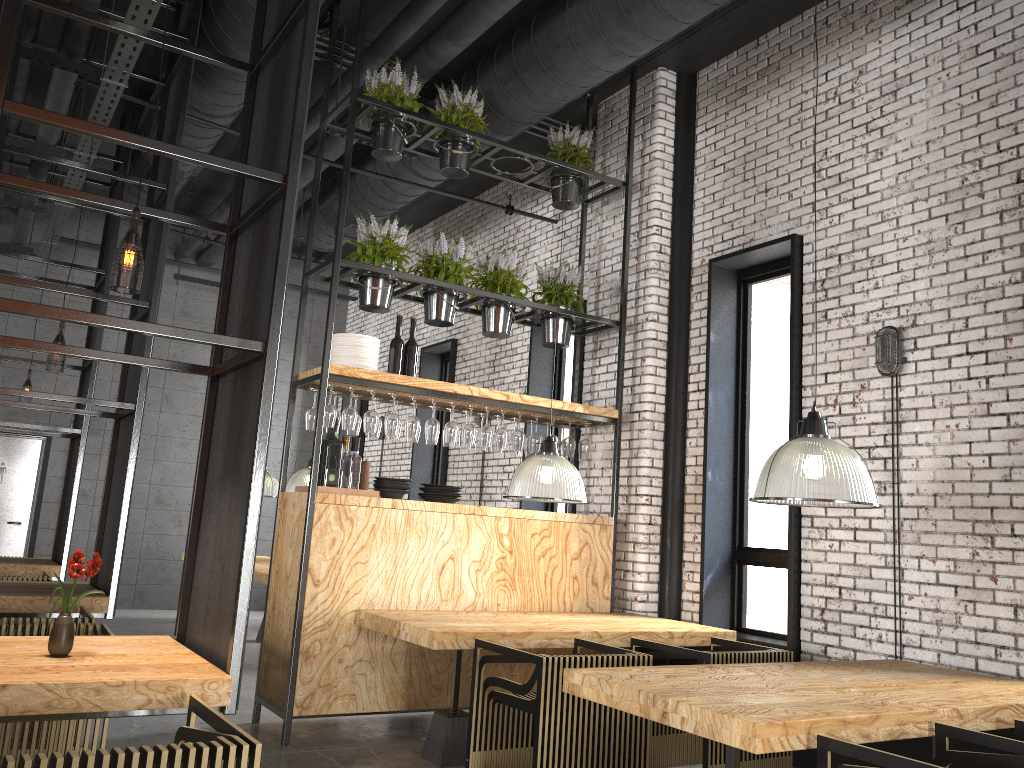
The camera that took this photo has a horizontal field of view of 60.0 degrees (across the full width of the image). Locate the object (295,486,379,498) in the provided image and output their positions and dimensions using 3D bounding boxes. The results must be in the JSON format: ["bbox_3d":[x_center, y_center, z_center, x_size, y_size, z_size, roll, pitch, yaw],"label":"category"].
[{"bbox_3d":[-1.134,0.702,5.733,0.411,0.050,0.410,10,-11,-32],"label":"object"}]

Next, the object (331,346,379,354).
[{"bbox_3d":[-1.047,-0.206,5.857,0.334,0.043,0.333,-5,-13,41],"label":"object"}]

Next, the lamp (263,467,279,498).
[{"bbox_3d":[-2.834,0.108,10.415,0.536,2.415,0.534,2,-11,10],"label":"lamp"}]

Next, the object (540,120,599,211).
[{"bbox_3d":[0.440,-1.667,6.984,0.416,0.561,0.466,8,-11,-21],"label":"object"}]

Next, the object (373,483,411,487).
[{"bbox_3d":[-0.798,0.706,5.885,0.257,0.076,0.256,5,-10,-6],"label":"object"}]

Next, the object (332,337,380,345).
[{"bbox_3d":[-1.043,-0.263,5.868,0.334,0.039,0.333,-2,-11,33],"label":"object"}]

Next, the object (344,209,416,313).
[{"bbox_3d":[-0.907,-0.776,6.025,0.467,0.561,0.415,-1,-11,23],"label":"object"}]

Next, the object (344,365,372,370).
[{"bbox_3d":[-1.055,-0.074,5.833,0.335,0.033,0.333,3,-9,7],"label":"object"}]

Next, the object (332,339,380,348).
[{"bbox_3d":[-1.045,-0.244,5.865,0.334,0.044,0.333,-1,-11,29],"label":"object"}]

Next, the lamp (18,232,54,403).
[{"bbox_3d":[-4.131,-0.595,7.747,0.108,1.605,0.108,4,-10,0],"label":"lamp"}]

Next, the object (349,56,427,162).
[{"bbox_3d":[-0.864,-1.874,6.260,0.416,0.561,0.466,-3,-12,32],"label":"object"}]

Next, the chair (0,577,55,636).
[{"bbox_3d":[-3.457,1.681,5.900,0.656,0.733,0.637,10,-12,-32],"label":"chair"}]

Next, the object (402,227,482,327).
[{"bbox_3d":[-0.502,-0.700,6.315,0.466,0.561,0.415,11,-13,-36],"label":"object"}]

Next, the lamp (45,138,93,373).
[{"bbox_3d":[-2.738,-0.864,5.555,0.108,1.605,0.108,1,-11,15],"label":"lamp"}]

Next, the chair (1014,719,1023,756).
[{"bbox_3d":[2.257,1.601,3.092,0.656,0.733,0.637,11,-12,-34],"label":"chair"}]

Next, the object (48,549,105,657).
[{"bbox_3d":[-1.512,0.756,3.081,0.156,0.356,0.170,1,-11,16],"label":"object"}]

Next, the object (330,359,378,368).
[{"bbox_3d":[-1.052,-0.113,5.840,0.334,0.037,0.333,0,-10,24],"label":"object"}]

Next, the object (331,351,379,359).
[{"bbox_3d":[-1.049,-0.171,5.850,0.334,0.041,0.333,5,-10,-9],"label":"object"}]

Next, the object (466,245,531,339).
[{"bbox_3d":[-0.101,-0.632,6.568,0.416,0.561,0.465,1,-10,14],"label":"object"}]

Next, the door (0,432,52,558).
[{"bbox_3d":[-6.226,1.556,10.496,1.118,2.110,0.158,10,-12,-31],"label":"door"}]

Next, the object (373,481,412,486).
[{"bbox_3d":[-0.796,0.688,5.888,0.257,0.072,0.256,-2,-11,30],"label":"object"}]

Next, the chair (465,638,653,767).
[{"bbox_3d":[0.223,1.680,4.393,0.656,0.733,0.637,10,-12,-31],"label":"chair"}]

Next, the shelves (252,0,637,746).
[{"bbox_3d":[-0.323,-0.221,6.342,2.329,5.037,0.688,10,-12,-31],"label":"shelves"}]

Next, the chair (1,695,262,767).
[{"bbox_3d":[-1.085,1.229,2.203,0.656,0.733,0.637,10,-12,-32],"label":"chair"}]

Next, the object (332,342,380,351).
[{"bbox_3d":[-1.046,-0.225,5.861,0.334,0.041,0.333,-1,-11,27],"label":"object"}]

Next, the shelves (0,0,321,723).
[{"bbox_3d":[-2.773,-0.831,5.561,1.001,4.382,6.135,10,-12,-31],"label":"shelves"}]

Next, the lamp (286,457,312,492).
[{"bbox_3d":[-1.914,-0.069,8.969,0.536,2.415,0.534,3,-10,4],"label":"lamp"}]

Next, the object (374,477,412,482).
[{"bbox_3d":[-0.793,0.659,5.894,0.257,0.077,0.256,3,-10,6],"label":"object"}]

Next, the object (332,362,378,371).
[{"bbox_3d":[-1.055,-0.094,5.838,0.334,0.046,0.334,-4,-12,39],"label":"object"}]

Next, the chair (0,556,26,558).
[{"bbox_3d":[-4.809,1.942,8.028,0.656,0.733,0.637,10,-12,-32],"label":"chair"}]

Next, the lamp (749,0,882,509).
[{"bbox_3d":[1.369,-0.670,4.003,0.536,2.415,0.534,3,-10,4],"label":"lamp"}]

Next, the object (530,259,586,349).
[{"bbox_3d":[0.345,-0.565,6.791,0.416,0.561,0.466,6,-10,-12],"label":"object"}]

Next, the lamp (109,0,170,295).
[{"bbox_3d":[-1.372,-1.128,3.405,0.108,1.605,0.108,-2,-12,30],"label":"lamp"}]

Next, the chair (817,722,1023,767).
[{"bbox_3d":[1.362,1.456,2.582,0.656,0.733,0.637,10,-12,-32],"label":"chair"}]

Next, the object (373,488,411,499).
[{"bbox_3d":[-0.800,0.736,5.879,0.257,0.068,0.256,8,-10,-24],"label":"object"}]

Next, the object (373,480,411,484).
[{"bbox_3d":[-0.796,0.684,5.889,0.256,0.072,0.256,10,-11,-31],"label":"object"}]

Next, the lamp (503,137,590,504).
[{"bbox_3d":[0.290,-0.462,5.701,0.536,2.415,0.534,3,-10,4],"label":"lamp"}]

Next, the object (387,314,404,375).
[{"bbox_3d":[-0.783,-0.246,6.030,0.098,0.473,0.098,-4,-13,35],"label":"object"}]

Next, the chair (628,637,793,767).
[{"bbox_3d":[1.091,1.830,4.945,0.656,0.733,0.637,10,-12,-33],"label":"chair"}]

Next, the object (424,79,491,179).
[{"bbox_3d":[-0.404,-1.804,6.499,0.467,0.561,0.415,1,-11,16],"label":"object"}]

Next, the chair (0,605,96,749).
[{"bbox_3d":[-2.484,1.490,4.351,0.656,0.733,0.637,9,-11,-29],"label":"chair"}]

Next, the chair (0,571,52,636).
[{"bbox_3d":[-3.837,1.761,6.534,0.656,0.733,0.637,10,-12,-30],"label":"chair"}]

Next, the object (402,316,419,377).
[{"bbox_3d":[-0.692,-0.230,6.086,0.098,0.473,0.098,-4,-13,35],"label":"object"}]

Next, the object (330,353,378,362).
[{"bbox_3d":[-1.051,-0.152,5.848,0.334,0.039,0.333,0,-10,24],"label":"object"}]

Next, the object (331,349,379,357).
[{"bbox_3d":[-1.048,-0.186,5.854,0.334,0.039,0.334,8,-10,-23],"label":"object"}]

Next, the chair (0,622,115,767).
[{"bbox_3d":[-2.073,1.411,3.703,0.656,0.733,0.637,9,-11,-28],"label":"chair"}]

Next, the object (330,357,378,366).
[{"bbox_3d":[-1.052,-0.133,5.843,0.335,0.040,0.333,0,-10,22],"label":"object"}]

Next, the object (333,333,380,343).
[{"bbox_3d":[-1.042,-0.282,5.872,0.334,0.039,0.333,-2,-11,32],"label":"object"}]

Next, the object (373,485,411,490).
[{"bbox_3d":[-0.799,0.713,5.884,0.256,0.076,0.256,10,-11,-31],"label":"object"}]
